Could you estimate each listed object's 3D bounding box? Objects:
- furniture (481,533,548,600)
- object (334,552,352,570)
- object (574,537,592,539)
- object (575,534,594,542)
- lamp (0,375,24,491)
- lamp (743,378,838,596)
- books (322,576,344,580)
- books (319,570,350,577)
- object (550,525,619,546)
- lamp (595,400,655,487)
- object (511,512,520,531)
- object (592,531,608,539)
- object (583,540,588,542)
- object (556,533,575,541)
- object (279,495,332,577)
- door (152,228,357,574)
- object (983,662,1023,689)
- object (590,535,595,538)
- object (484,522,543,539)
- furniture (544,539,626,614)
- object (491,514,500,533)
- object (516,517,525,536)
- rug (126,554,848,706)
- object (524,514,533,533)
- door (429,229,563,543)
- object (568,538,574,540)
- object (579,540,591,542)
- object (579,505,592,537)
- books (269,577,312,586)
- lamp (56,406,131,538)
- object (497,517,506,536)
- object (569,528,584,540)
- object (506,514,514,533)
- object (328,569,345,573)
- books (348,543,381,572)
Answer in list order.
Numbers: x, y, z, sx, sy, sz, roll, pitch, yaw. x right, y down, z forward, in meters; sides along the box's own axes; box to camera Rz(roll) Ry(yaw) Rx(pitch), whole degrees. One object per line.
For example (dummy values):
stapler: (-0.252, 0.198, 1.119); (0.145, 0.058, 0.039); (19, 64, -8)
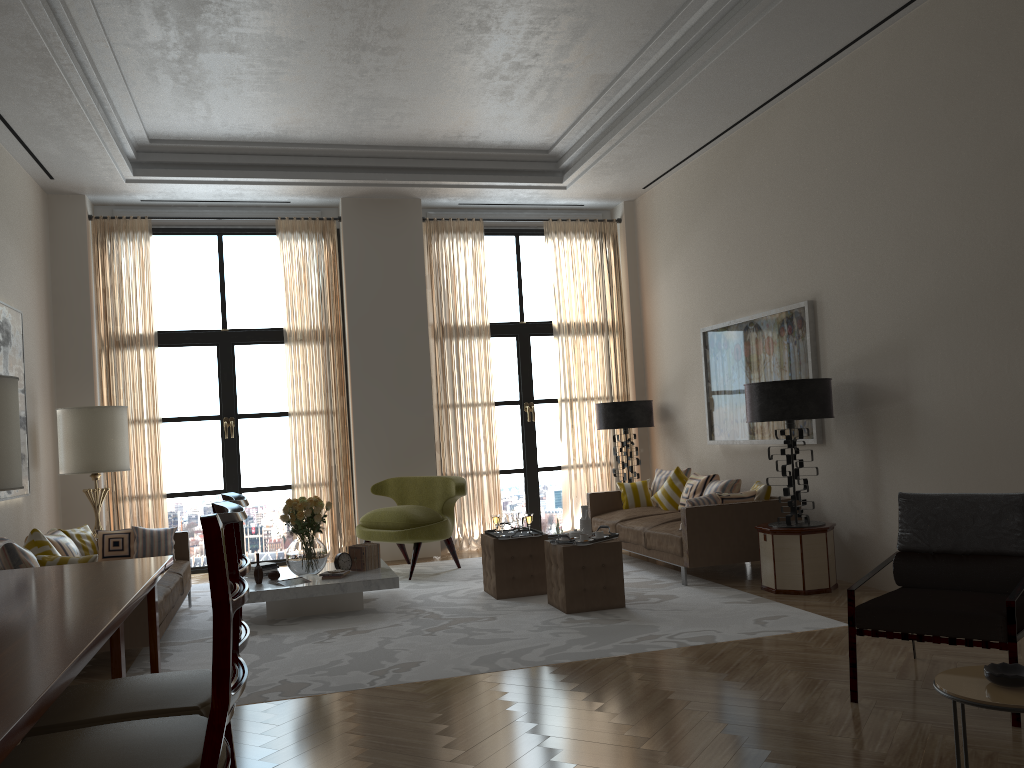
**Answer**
furniture: (0.034, 1.878, 9.284); (0.613, 0.615, 0.614); (-3, -2, -15)
object: (-1.732, 1.834, 9.108); (0.082, 0.209, 0.204); (-5, -3, 36)
object: (0.662, 1.447, 8.334); (0.186, 0.026, 0.041); (-3, -3, -7)
object: (0.672, 1.432, 8.234); (0.176, 0.067, 0.176); (-3, -3, -13)
lamp: (-3.678, 1.092, 5.915); (0.768, 2.253, 0.767); (-5, -2, 41)
lamp: (2.755, 0.983, 8.661); (0.829, 2.017, 0.830); (-3, -2, -14)
books: (-1.776, 1.916, 8.849); (0.197, 0.024, 0.256); (-3, -3, 2)
books: (-1.767, 1.891, 8.852); (0.255, 0.026, 0.202); (-4, -3, 10)
object: (0.688, 1.434, 8.406); (0.441, 0.101, 0.720); (-6, -4, 38)
lamp: (1.671, 1.266, 12.747); (0.829, 2.017, 0.830); (-3, -2, -11)
object: (0.045, 1.486, 9.563); (0.098, 0.191, 0.098); (-4, -2, 32)
object: (0.833, 1.435, 8.435); (0.176, 0.067, 0.176); (-3, -3, -16)
object: (0.682, 1.447, 8.134); (0.053, 0.025, 0.049); (-3, -3, -13)
object: (0.500, 1.435, 8.319); (0.176, 0.067, 0.176); (-1, -4, -39)
object: (-2.084, 1.559, 9.080); (0.539, 0.821, 0.628); (-3, -2, -19)
door: (-3.915, 0.200, 12.290); (3.257, 4.764, 0.240); (-3, -2, -15)
object: (2.034, 1.191, 3.616); (0.193, 0.064, 0.193); (-4, -3, 7)
object: (0.769, 1.463, 8.511); (0.049, 0.025, 0.053); (-6, -4, 42)
object: (0.009, 1.532, 9.288); (0.491, 0.092, 0.803); (-3, -3, -15)
furniture: (0.681, 1.792, 8.393); (0.613, 0.615, 0.614); (-3, -2, -15)
object: (-0.168, 1.493, 9.468); (0.098, 0.191, 0.098); (-2, -2, -32)
object: (0.091, 1.454, 9.017); (0.098, 0.191, 0.098); (-3, -2, -15)
rug: (-0.716, 2.185, 9.058); (5.516, 0.065, 5.739); (-3, -3, -15)
object: (0.181, 1.466, 9.332); (0.098, 0.191, 0.098); (-4, -2, 11)
door: (0.228, 0.018, 13.405); (3.085, 4.764, 0.240); (-3, -2, -15)
object: (0.551, 1.448, 8.275); (0.052, 0.027, 0.080); (-5, -3, 32)
object: (0.669, 1.451, 8.167); (0.187, 0.015, 0.041); (-2, -3, -29)
object: (0.709, 1.332, 8.595); (0.113, 0.305, 0.125); (-4, -2, 22)
books: (-2.175, 1.923, 8.663); (0.281, 0.038, 0.384); (-1, -4, -42)
lamp: (-4.880, 1.405, 10.417); (0.768, 2.253, 0.767); (-5, -2, 38)
object: (-0.102, 1.471, 9.126); (0.098, 0.191, 0.098); (-4, -2, 11)
object: (0.608, 1.431, 8.471); (0.176, 0.105, 0.136); (-2, -3, -19)
object: (-0.016, 1.483, 9.434); (0.098, 0.191, 0.098); (-3, -2, -15)
object: (-1.758, 1.870, 8.862); (0.139, 0.019, 0.137); (-2, -4, -31)
books: (-1.542, 1.806, 9.269); (0.211, 0.264, 0.281); (-5, -3, 35)
